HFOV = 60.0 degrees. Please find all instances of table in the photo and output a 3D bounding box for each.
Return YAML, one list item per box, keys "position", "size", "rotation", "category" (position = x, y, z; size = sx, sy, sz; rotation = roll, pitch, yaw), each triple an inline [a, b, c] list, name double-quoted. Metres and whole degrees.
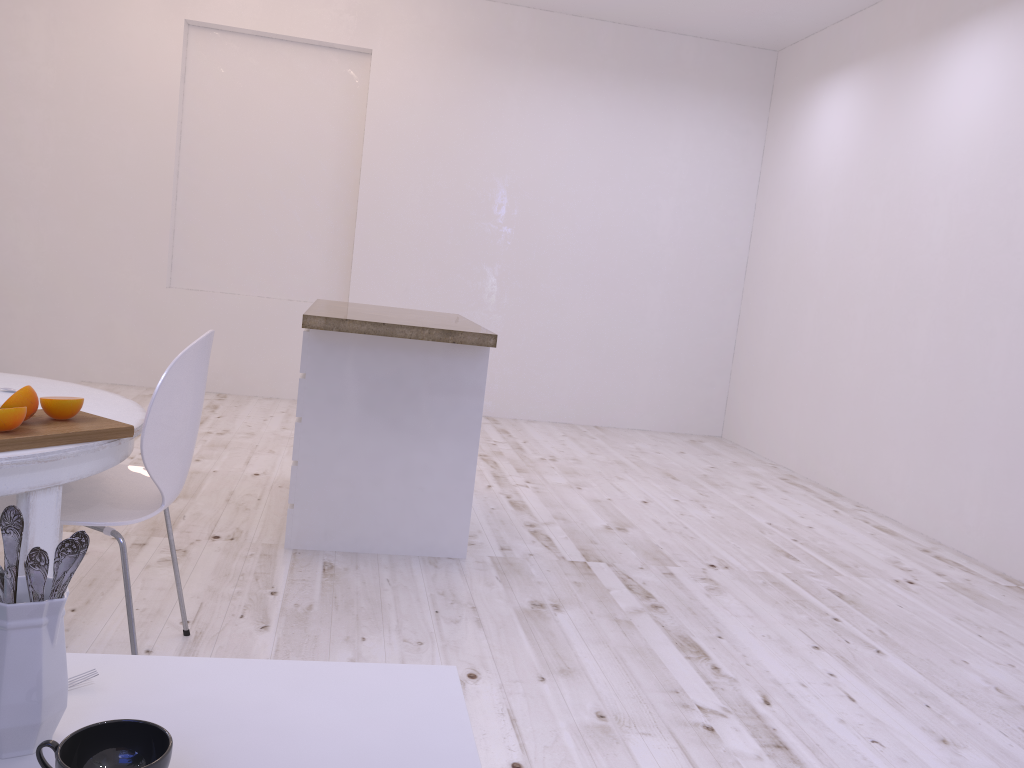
- position: [-1.403, 0.348, 1.871]
  size: [1.140, 0.629, 1.140]
  rotation: [9, 7, 18]
  category: "table"
- position: [-0.772, 0.591, 0.500]
  size: [1.514, 0.619, 0.736]
  rotation: [5, 7, -11]
  category: "table"

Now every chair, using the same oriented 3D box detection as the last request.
- position: [-0.970, 0.271, 2.036]
  size: [0.483, 0.845, 0.604]
  rotation: [5, 7, -11]
  category: "chair"

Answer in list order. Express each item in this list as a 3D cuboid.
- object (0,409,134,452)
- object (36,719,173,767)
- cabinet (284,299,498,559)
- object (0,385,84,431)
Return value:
- position: [-0.954, 0.087, 1.719]
  size: [0.224, 0.024, 0.347]
  rotation: [10, 8, 29]
  category: "object"
- position: [-0.296, 0.290, 0.658]
  size: [0.082, 0.048, 0.079]
  rotation: [12, 9, 39]
  category: "object"
- position: [-0.518, 0.136, 3.596]
  size: [0.654, 0.842, 1.167]
  rotation: [5, 7, -11]
  category: "cabinet"
- position: [-0.936, 0.043, 1.692]
  size: [0.129, 0.075, 0.285]
  rotation: [10, 8, 25]
  category: "object"
